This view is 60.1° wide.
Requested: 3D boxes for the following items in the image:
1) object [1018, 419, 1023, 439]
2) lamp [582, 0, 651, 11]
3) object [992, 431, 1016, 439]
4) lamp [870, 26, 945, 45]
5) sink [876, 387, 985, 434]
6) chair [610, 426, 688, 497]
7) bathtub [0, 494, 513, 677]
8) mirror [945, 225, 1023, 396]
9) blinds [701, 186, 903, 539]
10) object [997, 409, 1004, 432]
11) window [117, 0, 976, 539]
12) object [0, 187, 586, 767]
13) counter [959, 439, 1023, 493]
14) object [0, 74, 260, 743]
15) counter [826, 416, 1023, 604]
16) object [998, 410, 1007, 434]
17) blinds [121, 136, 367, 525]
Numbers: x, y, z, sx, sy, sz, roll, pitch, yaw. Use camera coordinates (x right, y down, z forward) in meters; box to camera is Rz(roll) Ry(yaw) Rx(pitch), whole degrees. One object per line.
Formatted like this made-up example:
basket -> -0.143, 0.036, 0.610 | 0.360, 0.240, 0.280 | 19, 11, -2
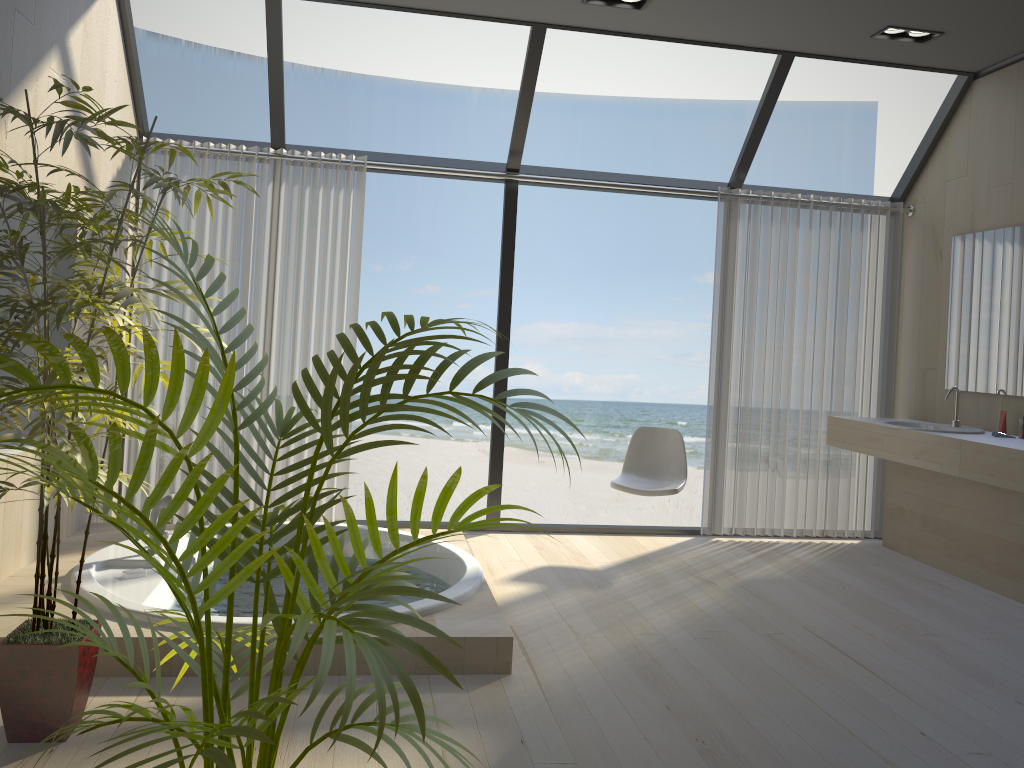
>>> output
object -> 2.501, 0.222, 4.324 | 0.058, 0.100, 0.058 | 3, 0, -3
lamp -> 0.498, -1.865, 4.182 | 0.301, 0.112, 0.164 | 3, 2, -9
object -> 2.406, 0.249, 4.330 | 0.104, 0.029, 0.032 | 5, 2, 31
lamp -> 1.977, -1.796, 4.426 | 0.301, 0.112, 0.164 | 3, 2, -9
sink -> 2.221, 0.216, 4.714 | 0.504, 0.419, 0.574 | 3, 2, -6
chair -> 0.763, 0.424, 4.851 | 0.369, 0.347, 0.454 | 4, 2, 19
bathtub -> -1.030, 0.831, 3.632 | 1.820, 0.698, 1.649 | 3, 2, -9
mirror -> 2.550, -0.387, 4.719 | 0.023, 0.869, 0.654 | 3, 1, -10
blinds -> 1.758, -0.114, 5.372 | 1.182, 2.072, 0.084 | 3, -1, -9
object -> 2.491, 0.196, 4.506 | 0.039, 0.135, 0.039 | 3, -1, 39
window -> 0.214, -0.520, 4.922 | 4.557, 2.815, 0.745 | 3, 0, -9
object -> -0.363, 0.354, 1.451 | 1.064, 1.346, 0.874 | 3, 0, -21
counter -> 2.436, 0.699, 3.560 | 0.550, 0.791, 1.207 | 3, 2, -10
object -> -1.271, 0.059, 2.396 | 0.787, 1.757, 0.934 | 3, 0, 16
counter -> 2.239, 0.631, 4.750 | 0.550, 0.791, 1.207 | 3, 2, -10
object -> 2.441, 0.198, 4.404 | 0.039, 0.135, 0.039 | 3, -1, 39
blinds -> -1.448, -0.264, 4.842 | 1.182, 2.072, 0.084 | 3, -1, -9
